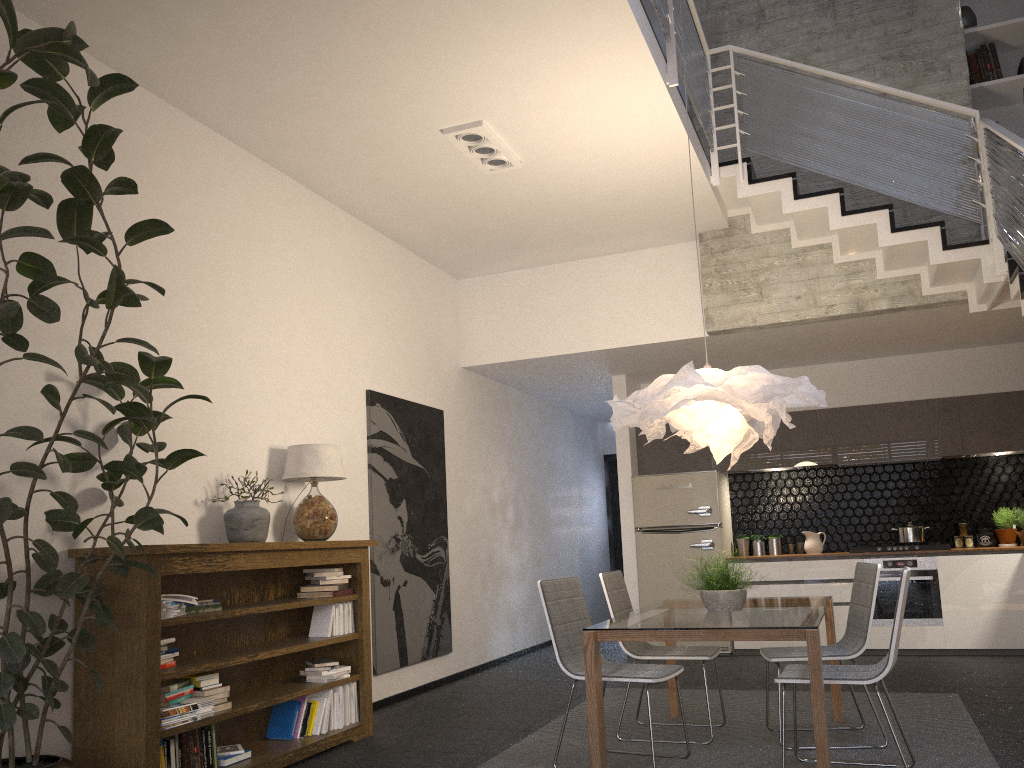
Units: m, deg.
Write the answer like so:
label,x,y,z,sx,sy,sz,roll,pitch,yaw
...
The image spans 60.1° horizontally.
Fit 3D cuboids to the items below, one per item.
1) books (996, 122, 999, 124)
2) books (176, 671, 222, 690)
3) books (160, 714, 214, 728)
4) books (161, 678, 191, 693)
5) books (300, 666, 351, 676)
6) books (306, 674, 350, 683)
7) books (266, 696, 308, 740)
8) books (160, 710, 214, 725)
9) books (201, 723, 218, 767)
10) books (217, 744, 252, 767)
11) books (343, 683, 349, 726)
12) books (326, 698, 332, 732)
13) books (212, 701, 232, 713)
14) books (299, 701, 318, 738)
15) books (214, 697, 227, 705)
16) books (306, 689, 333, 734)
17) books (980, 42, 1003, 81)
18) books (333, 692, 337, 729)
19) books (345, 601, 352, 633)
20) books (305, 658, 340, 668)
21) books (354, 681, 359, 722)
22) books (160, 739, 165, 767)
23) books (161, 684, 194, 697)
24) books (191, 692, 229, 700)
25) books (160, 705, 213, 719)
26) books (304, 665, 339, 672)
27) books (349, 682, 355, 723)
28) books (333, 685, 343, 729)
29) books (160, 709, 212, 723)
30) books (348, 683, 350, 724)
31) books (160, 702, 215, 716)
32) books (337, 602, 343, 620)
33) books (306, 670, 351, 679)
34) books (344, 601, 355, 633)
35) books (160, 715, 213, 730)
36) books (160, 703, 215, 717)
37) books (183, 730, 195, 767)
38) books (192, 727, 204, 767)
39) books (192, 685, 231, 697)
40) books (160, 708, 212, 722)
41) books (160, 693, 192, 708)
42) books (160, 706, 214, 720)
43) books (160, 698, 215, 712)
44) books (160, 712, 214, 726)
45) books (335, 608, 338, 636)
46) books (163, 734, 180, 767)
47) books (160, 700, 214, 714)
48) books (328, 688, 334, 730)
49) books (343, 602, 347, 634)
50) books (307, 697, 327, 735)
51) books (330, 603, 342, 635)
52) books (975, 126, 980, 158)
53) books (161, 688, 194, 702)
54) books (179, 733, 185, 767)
label,x,y,z,sx,sy,sz,roll,pitch,yaw
books,3.740,-1.802,6.886,0.171,0.371,0.274,-6,-9,21
books,-1.544,1.448,4.328,0.217,0.068,0.158,-9,-11,30
books,-1.550,1.527,4.025,0.219,0.007,0.306,-8,-11,25
books,-1.629,1.400,4.103,0.193,0.028,0.247,-3,-10,1
books,-1.091,1.676,5.179,0.175,0.023,0.244,-9,-12,30
books,-1.072,1.714,5.162,0.155,0.020,0.206,-9,-12,31
books,-1.259,1.863,4.956,0.172,0.226,0.166,-6,-9,21
books,-1.549,1.511,4.027,0.219,0.013,0.306,-8,-11,25
books,-1.520,1.744,4.270,0.168,0.240,0.104,-6,-8,21
books,-1.437,1.861,4.429,0.270,0.049,0.260,2,-11,-23
books,-1.050,1.902,5.263,0.175,0.242,0.019,-6,-8,21
books,-1.117,1.894,5.095,0.155,0.202,0.073,-6,-8,21
books,-1.517,1.571,4.300,0.243,0.033,0.180,-7,-11,23
books,-1.189,1.892,5.000,0.146,0.182,0.148,-6,-9,24
books,-1.528,1.542,4.301,0.228,0.023,0.167,-6,-11,19
books,-1.126,1.874,5.073,0.175,0.233,0.101,-6,-8,21
books,3.757,-2.433,6.948,0.134,0.379,0.274,-6,-9,21
books,-1.090,1.904,5.163,0.155,0.204,0.021,-6,-8,21
books,-1.043,1.426,5.410,0.136,0.187,0.018,-6,-8,21
books,-1.111,1.631,5.183,0.147,0.023,0.223,3,-12,-27
books,-1.013,1.917,5.357,0.175,0.242,0.040,-6,-8,21
books,-1.651,1.698,3.970,0.172,0.234,0.108,-6,-8,21
books,-1.627,1.421,4.101,0.193,0.014,0.257,-4,-10,9
books,-1.533,1.521,4.318,0.244,0.023,0.176,-8,-12,28
books,-1.551,1.491,4.037,0.219,0.008,0.290,-7,-11,25
books,-1.109,1.652,5.173,0.155,0.022,0.207,-3,-10,1
books,-1.026,1.913,5.329,0.175,0.241,0.024,-6,-8,21
books,-1.073,1.888,5.182,0.175,0.241,0.024,-6,-8,21
books,-1.555,1.507,4.031,0.219,0.008,0.290,-8,-12,27
books,-1.054,1.911,5.313,0.175,0.241,0.024,-6,-8,21
books,-1.551,1.478,4.041,0.219,0.007,0.306,-7,-11,24
books,-1.083,1.416,5.350,0.136,0.187,0.018,-6,-8,21
books,-1.069,1.695,5.169,0.175,0.019,0.245,-5,-10,11
books,-1.032,1.429,5.432,0.135,0.188,0.031,-6,-8,21
books,-1.549,1.534,4.026,0.219,0.008,0.306,-6,-11,20
books,-1.549,1.485,4.039,0.219,0.007,0.306,-7,-11,24
books,-1.578,1.734,4.152,0.172,0.223,0.083,-6,-8,21
books,-1.556,1.735,4.209,0.172,0.239,0.085,-6,-8,21
books,-1.523,1.495,4.321,0.225,0.029,0.180,-7,-11,24
books,-1.556,1.501,4.032,0.219,0.008,0.290,-8,-12,27
books,-1.611,1.460,4.085,0.175,0.023,0.251,-3,-10,2
books,-1.553,1.497,4.041,0.219,0.006,0.306,-8,-11,25
books,-1.554,1.463,4.046,0.219,0.013,0.306,-8,-11,25
books,-1.549,1.519,4.028,0.219,0.008,0.306,-8,-11,25
books,-1.092,1.419,5.281,0.120,0.158,0.016,-6,-8,21
books,-1.615,1.710,4.049,0.168,0.239,0.100,-6,-8,21
books,-1.555,1.471,4.044,0.219,0.007,0.306,-8,-11,25
books,-1.120,1.884,5.148,0.175,0.241,0.024,-6,-8,21
books,-1.061,1.417,5.359,0.135,0.187,0.015,-6,-8,21
books,-1.140,1.887,5.035,0.155,0.193,0.105,-6,-9,21
books,-1.079,1.406,5.296,0.136,0.187,0.018,-6,-8,21
books,3.619,-1.786,6.932,0.160,0.370,0.274,-6,-9,21
books,-1.612,1.437,4.088,0.175,0.023,0.251,-4,-10,7
books,-1.598,1.718,4.105,0.172,0.239,0.055,-6,-8,21
